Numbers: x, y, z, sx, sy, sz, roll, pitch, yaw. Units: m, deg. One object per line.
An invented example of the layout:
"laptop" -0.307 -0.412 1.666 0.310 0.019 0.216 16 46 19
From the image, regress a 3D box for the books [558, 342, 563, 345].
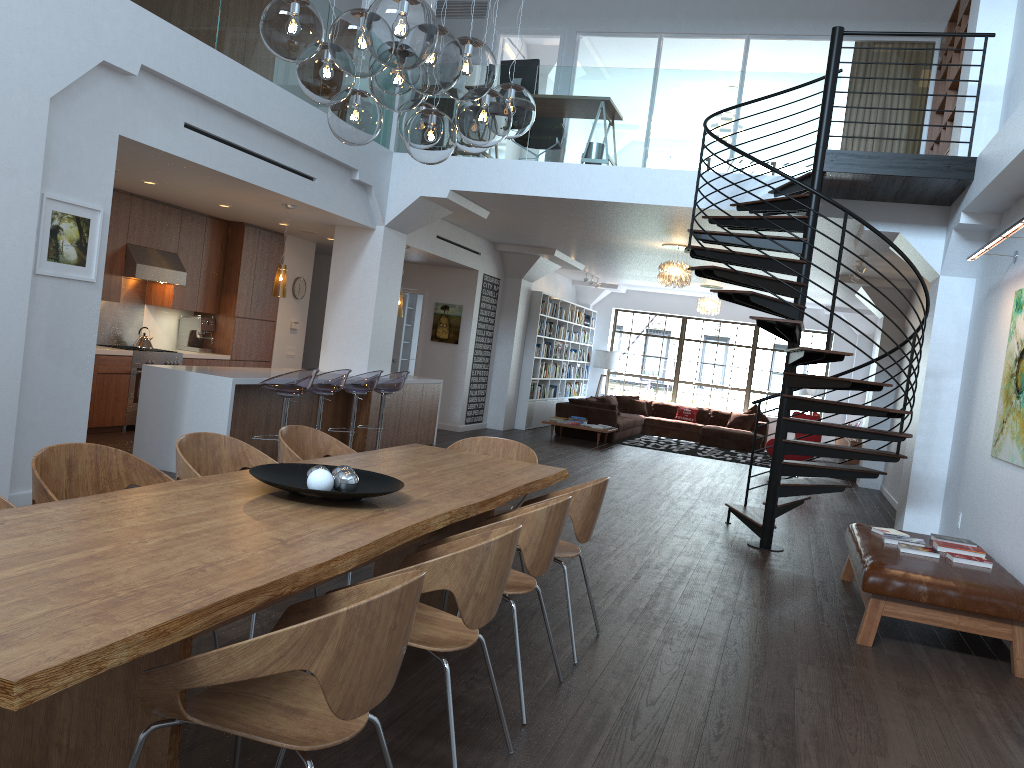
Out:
"books" 0.882 -0.798 17.150 0.129 0.043 0.185 9 3 32

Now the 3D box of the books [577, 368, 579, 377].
"books" 1.312 -0.233 18.706 0.161 0.223 0.030 8 2 17

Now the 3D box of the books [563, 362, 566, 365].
"books" 0.961 -0.417 17.572 0.185 0.041 0.129 9 3 32

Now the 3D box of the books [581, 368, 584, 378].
"books" 1.437 -0.236 19.136 0.168 0.228 0.139 8 2 17

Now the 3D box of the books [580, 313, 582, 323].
"books" 1.350 -1.359 18.359 0.160 0.250 0.026 8 2 17

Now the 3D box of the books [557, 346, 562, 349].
"books" 0.855 -0.712 17.146 0.161 0.033 0.223 8 2 17

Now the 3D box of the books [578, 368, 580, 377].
"books" 1.343 -0.248 18.842 0.160 0.251 0.036 8 2 17

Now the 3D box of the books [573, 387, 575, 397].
"books" 1.231 0.125 18.648 0.183 0.253 0.036 8 2 17

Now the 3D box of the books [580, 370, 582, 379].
"books" 1.416 -0.225 19.051 0.161 0.221 0.035 8 2 17

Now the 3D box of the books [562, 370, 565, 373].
"books" 0.933 -0.259 17.597 0.231 0.044 0.168 8 2 12

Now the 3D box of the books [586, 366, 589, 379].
"books" 1.593 -0.267 19.592 0.176 0.290 0.053 8 2 17

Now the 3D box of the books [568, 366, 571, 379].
"books" 1.094 -0.245 18.003 0.182 0.253 0.098 8 2 17

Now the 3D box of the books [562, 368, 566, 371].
"books" 0.932 -0.301 17.589 0.253 0.040 0.183 8 2 17

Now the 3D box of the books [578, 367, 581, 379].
"books" 1.372 -0.249 18.921 0.183 0.253 0.042 8 2 17

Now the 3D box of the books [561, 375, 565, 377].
"books" 0.910 -0.181 17.593 0.251 0.037 0.160 8 3 22

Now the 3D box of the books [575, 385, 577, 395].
"books" 1.277 0.127 18.791 0.160 0.250 0.027 8 2 17

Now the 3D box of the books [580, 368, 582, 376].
"books" 1.394 -0.234 18.983 0.161 0.223 0.032 8 2 17

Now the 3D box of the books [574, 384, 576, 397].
"books" 1.246 0.126 18.681 0.183 0.253 0.037 8 2 17

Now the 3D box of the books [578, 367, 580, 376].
"books" 1.334 -0.246 18.807 0.171 0.246 0.036 8 2 17

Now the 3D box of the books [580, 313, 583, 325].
"books" 1.362 -1.360 18.386 0.183 0.253 0.034 8 2 17

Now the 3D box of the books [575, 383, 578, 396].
"books" 1.293 0.108 18.880 0.198 0.284 0.066 8 2 17

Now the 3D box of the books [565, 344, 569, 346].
"books" 0.981 -0.784 17.473 0.224 0.030 0.161 9 3 27

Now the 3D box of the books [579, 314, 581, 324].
"books" 1.321 -1.360 18.256 0.183 0.253 0.034 8 2 17

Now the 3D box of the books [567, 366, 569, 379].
"books" 1.063 -0.241 17.921 0.174 0.243 0.085 8 2 17

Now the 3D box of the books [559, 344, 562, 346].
"books" 0.872 -0.766 17.156 0.144 0.024 0.208 8 3 22

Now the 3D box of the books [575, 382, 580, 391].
"books" 1.357 0.105 18.978 0.140 0.298 0.044 8 2 17

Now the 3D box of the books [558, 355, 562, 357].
"books" 0.839 -0.550 17.139 0.160 0.039 0.251 8 3 22

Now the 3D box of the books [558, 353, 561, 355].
"books" 0.820 -0.593 17.140 0.180 0.042 0.259 8 2 17

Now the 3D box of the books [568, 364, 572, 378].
"books" 1.111 -0.266 18.106 0.197 0.290 0.136 8 2 17

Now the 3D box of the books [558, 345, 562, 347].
"books" 0.852 -0.743 17.172 0.223 0.027 0.161 8 2 7

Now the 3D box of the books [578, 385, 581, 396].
"books" 1.377 0.128 19.114 0.171 0.246 0.057 8 2 17

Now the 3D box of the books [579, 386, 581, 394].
"books" 1.388 0.139 19.155 0.161 0.223 0.027 8 2 17

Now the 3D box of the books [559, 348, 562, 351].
"books" 0.854 -0.675 17.140 0.183 0.042 0.253 8 2 17

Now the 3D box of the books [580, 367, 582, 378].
"books" 1.401 -0.248 19.018 0.160 0.251 0.039 8 2 17

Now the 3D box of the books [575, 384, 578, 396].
"books" 1.290 0.125 18.820 0.183 0.253 0.037 8 2 17

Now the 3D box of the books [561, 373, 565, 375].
"books" 0.918 -0.219 17.616 0.259 0.040 0.180 8 2 17

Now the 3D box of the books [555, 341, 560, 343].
"books" 0.767 -0.798 16.735 0.223 0.027 0.161 8 3 27

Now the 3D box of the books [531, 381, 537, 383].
"books" 0.301 -0.051 15.594 0.223 0.027 0.161 8 3 27

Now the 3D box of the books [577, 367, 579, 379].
"books" 1.310 -0.248 18.742 0.183 0.253 0.039 8 2 17

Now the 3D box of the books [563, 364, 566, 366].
"books" 0.963 -0.385 17.579 0.208 0.024 0.144 8 3 22

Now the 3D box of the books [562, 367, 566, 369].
"books" 0.944 -0.334 17.592 0.223 0.032 0.161 8 2 17

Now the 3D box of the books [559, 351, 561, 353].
"books" 0.843 -0.634 17.148 0.168 0.045 0.231 8 2 12

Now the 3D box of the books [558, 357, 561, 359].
"books" 0.837 -0.511 17.142 0.171 0.039 0.246 8 2 17

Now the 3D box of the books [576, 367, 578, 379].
"books" 1.289 -0.248 18.639 0.174 0.251 0.051 8 2 17

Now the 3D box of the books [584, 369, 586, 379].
"books" 1.519 -0.239 19.351 0.172 0.235 0.112 8 2 17

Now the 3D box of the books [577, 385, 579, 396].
"books" 1.321 0.128 18.936 0.189 0.247 0.057 8 2 17

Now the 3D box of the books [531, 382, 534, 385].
"books" 0.296 -0.016 15.619 0.174 0.045 0.240 8 2 7

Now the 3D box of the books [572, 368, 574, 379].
"books" 1.188 -0.245 18.341 0.159 0.248 0.089 8 2 17

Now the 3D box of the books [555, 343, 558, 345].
"books" 0.761 -0.763 16.760 0.174 0.045 0.240 8 2 17

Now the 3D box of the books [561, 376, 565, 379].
"books" 0.907 -0.143 17.591 0.246 0.038 0.171 8 2 17

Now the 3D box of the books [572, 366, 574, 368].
"books" 1.177 -0.246 18.299 0.170 0.251 0.118 8 2 17

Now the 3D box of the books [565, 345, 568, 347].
"books" 0.975 -0.754 17.466 0.223 0.031 0.161 8 2 17

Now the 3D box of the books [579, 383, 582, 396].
"books" 1.402 0.106 19.193 0.176 0.290 0.053 8 2 17
